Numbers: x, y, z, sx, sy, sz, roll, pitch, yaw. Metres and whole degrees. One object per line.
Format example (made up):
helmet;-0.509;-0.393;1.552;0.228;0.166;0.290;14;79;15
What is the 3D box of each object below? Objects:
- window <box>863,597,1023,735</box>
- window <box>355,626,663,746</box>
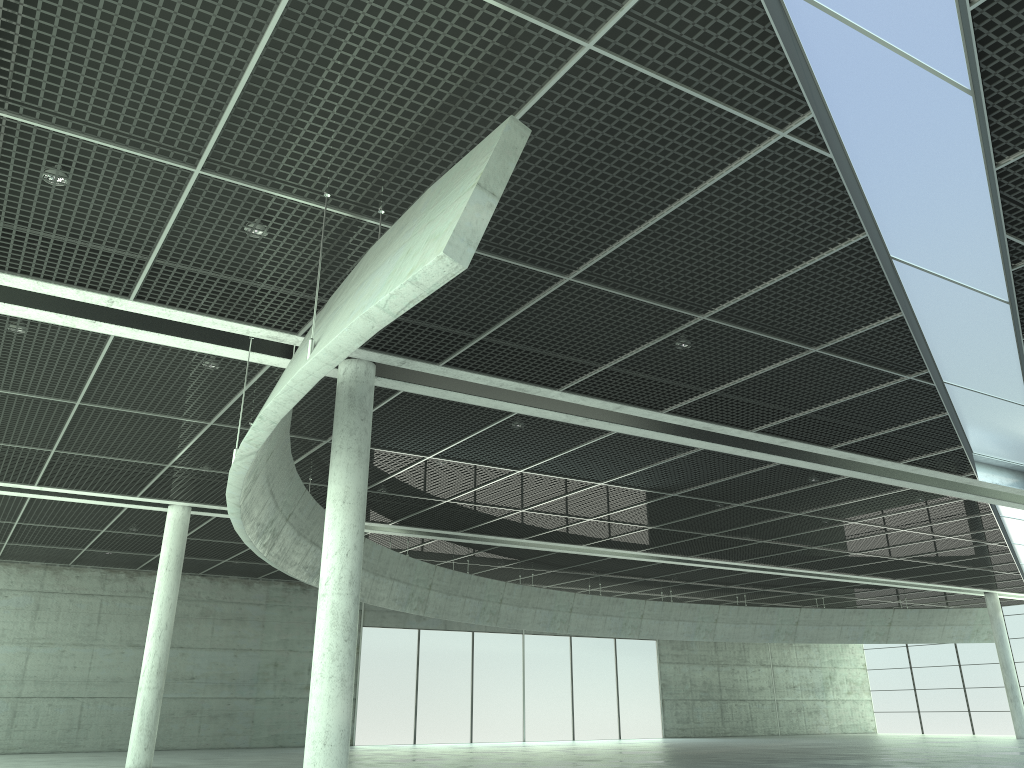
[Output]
window;27.310;12.830;45.442;100.685;16.080;99.671;13;-26;-29
window;1.090;31.652;83.418;33.495;10.661;0.159;13;-26;-30
